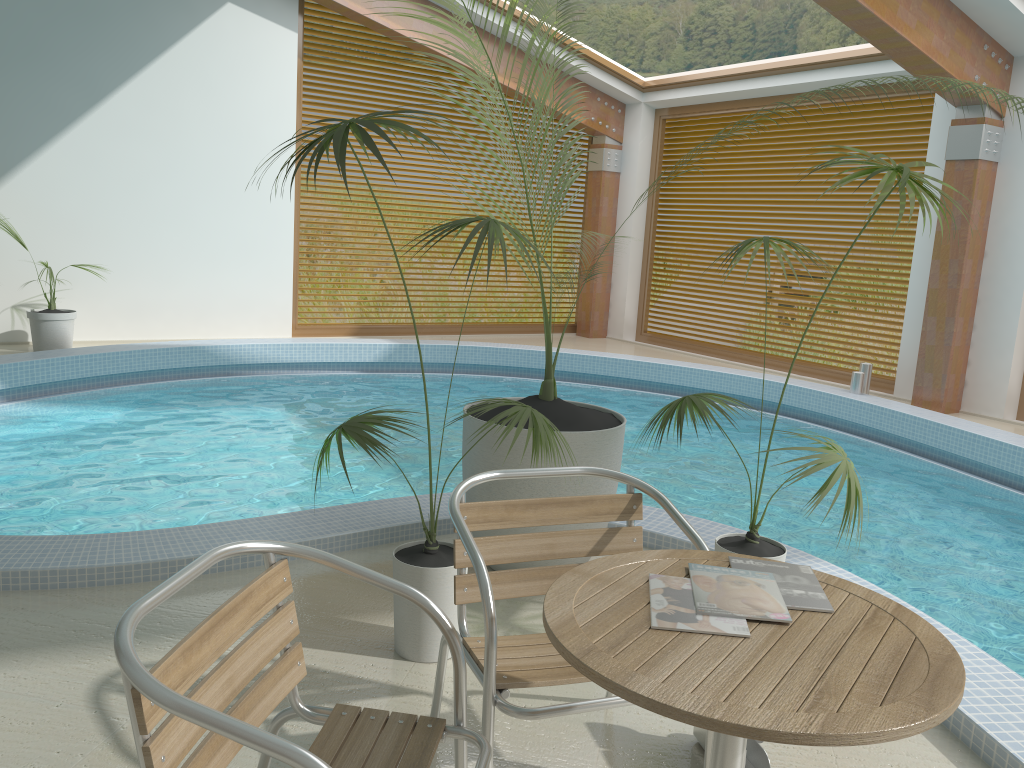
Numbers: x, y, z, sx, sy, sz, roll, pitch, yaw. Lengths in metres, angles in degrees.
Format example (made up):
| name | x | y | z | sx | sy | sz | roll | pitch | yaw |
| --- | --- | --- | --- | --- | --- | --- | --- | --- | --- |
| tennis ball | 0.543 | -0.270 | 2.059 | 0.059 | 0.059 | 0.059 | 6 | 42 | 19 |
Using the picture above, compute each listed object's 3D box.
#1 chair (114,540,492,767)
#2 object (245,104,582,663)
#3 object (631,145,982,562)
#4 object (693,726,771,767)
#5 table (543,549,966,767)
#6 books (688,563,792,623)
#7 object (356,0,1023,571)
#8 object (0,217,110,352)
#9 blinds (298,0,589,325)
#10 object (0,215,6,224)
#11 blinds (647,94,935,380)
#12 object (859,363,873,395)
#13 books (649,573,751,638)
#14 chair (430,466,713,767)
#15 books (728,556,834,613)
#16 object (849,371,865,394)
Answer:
| name | x | y | z | sx | sy | sz | roll | pitch | yaw |
| --- | --- | --- | --- | --- | --- | --- | --- | --- | --- |
| chair | -0.347 | 0.716 | 1.586 | 0.563 | 0.727 | 0.618 | 5 | 10 | 8 |
| object | -0.282 | 0.042 | 2.697 | 1.059 | 1.695 | 0.791 | 4 | 10 | 1 |
| object | 0.962 | 0.058 | 3.060 | 1.059 | 1.695 | 0.791 | 13 | 13 | 42 |
| object | 0.579 | 0.909 | 2.327 | 0.081 | 0.223 | 0.272 | 1 | 10 | -14 |
| table | 0.381 | 0.769 | 1.612 | 0.700 | 0.720 | 0.700 | 1 | 10 | -15 |
| books | 0.421 | 0.389 | 1.663 | 0.166 | 0.004 | 0.241 | 5 | 10 | 7 |
| object | 0.312 | -0.675 | 3.310 | 2.979 | 2.960 | 2.729 | 1 | 10 | -17 |
| object | -4.192 | -0.940 | 8.026 | 1.067 | 1.310 | 0.822 | 0 | 11 | -22 |
| blinds | -0.805 | -2.680 | 11.178 | 4.500 | 4.025 | 0.099 | -3 | 12 | -34 |
| object | -4.581 | -0.830 | 7.257 | 0.822 | 1.310 | 1.067 | 5 | 10 | 5 |
| blinds | 3.057 | -1.692 | 10.187 | 0.095 | 2.921 | 4.200 | -3 | 12 | -34 |
| object | 3.380 | -0.038 | 8.508 | 0.115 | 0.320 | 0.115 | 6 | 10 | 14 |
| books | 0.333 | 0.398 | 1.606 | 0.166 | 0.004 | 0.241 | 5 | 10 | 7 |
| chair | 0.154 | 0.635 | 2.235 | 0.618 | 0.727 | 0.563 | 0 | 11 | -21 |
| books | 0.518 | 0.389 | 1.729 | 0.166 | 0.004 | 0.241 | 5 | 10 | 7 |
| object | 3.186 | -0.016 | 8.179 | 0.115 | 0.204 | 0.115 | 5 | 10 | 6 |
